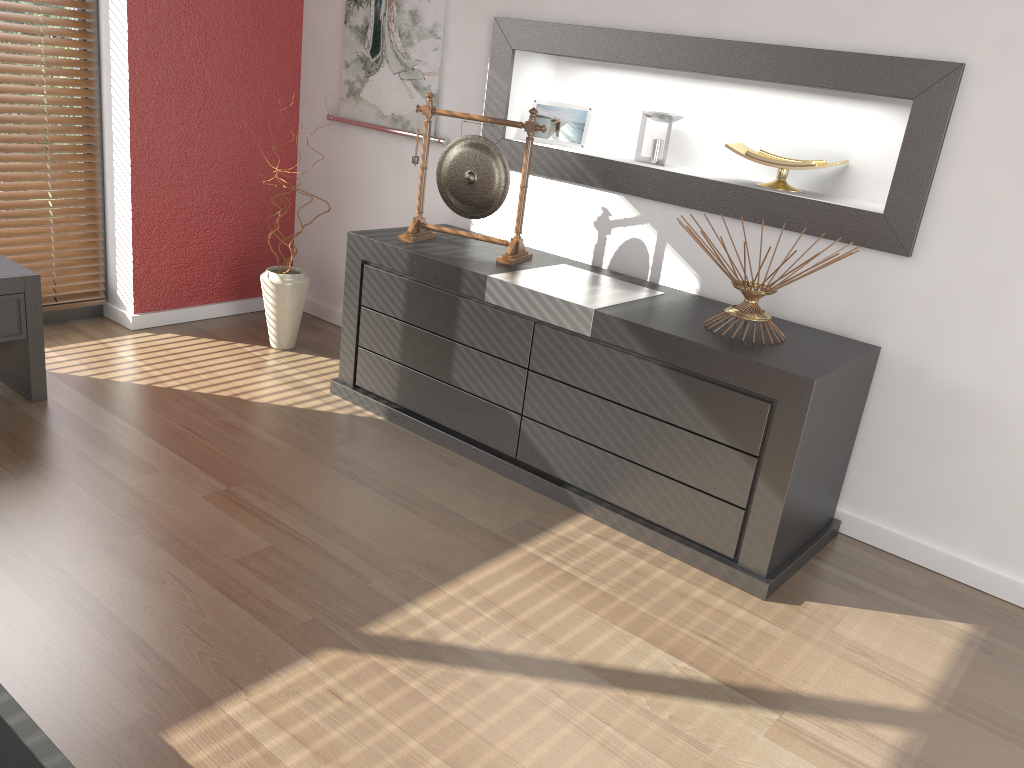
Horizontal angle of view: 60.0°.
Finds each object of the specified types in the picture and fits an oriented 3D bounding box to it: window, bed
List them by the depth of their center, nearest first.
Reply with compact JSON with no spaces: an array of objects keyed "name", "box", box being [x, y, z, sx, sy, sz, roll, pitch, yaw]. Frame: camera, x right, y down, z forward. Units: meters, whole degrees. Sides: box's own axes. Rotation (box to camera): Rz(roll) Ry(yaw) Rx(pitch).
[{"name":"bed","box":[-2.123,0.409,0.877,2.413,0.577,2.469,22,24,34]},{"name":"window","box":[-1.937,-1.241,3.070,0.020,1.893,0.889,22,24,34]}]

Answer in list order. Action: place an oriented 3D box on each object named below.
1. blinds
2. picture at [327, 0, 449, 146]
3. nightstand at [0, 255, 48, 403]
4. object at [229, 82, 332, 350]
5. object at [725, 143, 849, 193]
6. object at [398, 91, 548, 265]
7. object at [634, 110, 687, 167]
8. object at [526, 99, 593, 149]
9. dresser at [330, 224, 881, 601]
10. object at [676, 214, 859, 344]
[{"name":"blinds","box":[-3.118,-0.814,1.573,0.032,1.952,4.840,22,24,34]},{"name":"picture","box":[-0.446,-1.625,3.426,0.701,1.270,0.028,22,24,34]},{"name":"nightstand","box":[-1.872,-0.138,2.695,0.413,0.423,0.700,22,24,34]},{"name":"object","box":[-0.933,-0.631,3.492,0.364,1.035,0.422,12,20,11]},{"name":"object","box":[0.849,-0.668,2.776,0.350,0.116,0.181,17,22,25]},{"name":"object","box":[-0.131,-0.698,2.978,0.490,0.498,0.173,15,21,20]},{"name":"object","box":[0.503,-0.842,3.043,0.159,0.171,0.159,6,20,-4]},{"name":"object","box":[0.171,-0.953,3.248,0.226,0.146,0.041,13,21,16]},{"name":"dresser","box":[0.198,-0.036,2.901,1.740,0.608,0.540,22,24,34]},{"name":"object","box":[0.667,-0.278,2.433,0.481,0.282,0.481,9,20,3]}]
